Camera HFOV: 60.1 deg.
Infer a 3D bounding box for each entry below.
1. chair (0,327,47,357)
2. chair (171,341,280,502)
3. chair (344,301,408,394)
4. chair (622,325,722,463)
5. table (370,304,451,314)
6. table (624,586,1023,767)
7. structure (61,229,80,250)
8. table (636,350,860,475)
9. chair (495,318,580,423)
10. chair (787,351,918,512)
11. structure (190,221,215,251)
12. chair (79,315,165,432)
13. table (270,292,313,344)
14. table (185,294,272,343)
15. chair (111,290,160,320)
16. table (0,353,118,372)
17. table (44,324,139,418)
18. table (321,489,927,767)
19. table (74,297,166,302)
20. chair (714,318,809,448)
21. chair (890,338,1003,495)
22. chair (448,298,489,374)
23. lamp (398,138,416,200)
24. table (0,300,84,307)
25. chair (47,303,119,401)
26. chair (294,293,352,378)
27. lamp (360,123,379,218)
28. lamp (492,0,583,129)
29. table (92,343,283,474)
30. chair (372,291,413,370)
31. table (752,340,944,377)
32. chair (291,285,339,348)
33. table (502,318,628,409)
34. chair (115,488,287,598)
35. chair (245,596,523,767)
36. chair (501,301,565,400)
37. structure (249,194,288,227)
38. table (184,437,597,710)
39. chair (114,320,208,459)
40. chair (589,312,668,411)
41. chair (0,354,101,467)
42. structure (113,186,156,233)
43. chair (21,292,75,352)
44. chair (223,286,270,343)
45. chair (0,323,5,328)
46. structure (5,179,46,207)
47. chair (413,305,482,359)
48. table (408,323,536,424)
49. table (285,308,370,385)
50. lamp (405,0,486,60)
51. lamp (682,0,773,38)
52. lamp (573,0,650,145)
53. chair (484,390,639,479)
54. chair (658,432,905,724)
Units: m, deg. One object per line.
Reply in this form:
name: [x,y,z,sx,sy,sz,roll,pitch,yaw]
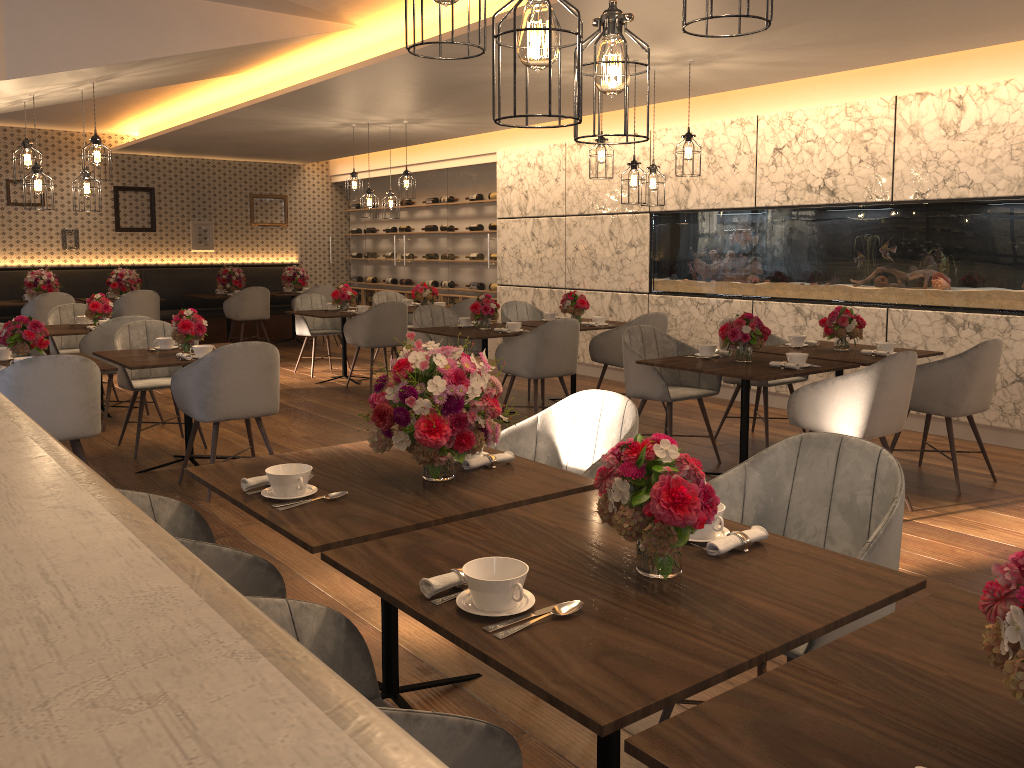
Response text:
chair: [-3.204,0.099,5.532,0.566,0.867,0.528,-5,8,-37]
chair: [-1.609,0.168,5.087,0.566,0.867,0.528,-5,8,-37]
chair: [-1.292,-0.382,8.629,0.566,0.867,0.528,-5,8,-37]
chair: [0.996,0.072,5.700,0.566,0.867,0.528,-5,8,-37]
table: [-0.973,-0.476,9.725,0.898,0.717,0.900,-6,10,-37]
table: [0.781,0.853,1.159,0.898,0.717,0.900,-6,10,-37]
structure: [-5.901,-1.929,11.836,0.216,0.276,0.018,-5,8,-38]
table: [1.355,0.232,5.157,0.898,0.717,0.900,-6,10,-37]
chair: [0.221,-0.079,6.676,0.566,0.867,0.528,-5,8,-37]
chair: [1.795,0.236,4.644,0.566,0.867,0.528,-5,8,-37]
structure: [-4.507,-2.152,12.891,0.341,0.437,0.035,-5,8,-37]
chair: [-3.028,-0.116,6.919,0.566,0.867,0.528,-5,8,-37]
table: [-3.174,-0.964,12.873,0.898,0.717,0.900,-6,10,-37]
table: [-3.933,-0.874,12.290,0.898,0.717,0.900,-6,10,-37]
chair: [-4.614,-0.736,10.916,0.566,0.867,0.528,-5,8,-37]
table: [-2.809,0.255,5.017,0.898,0.717,0.900,-6,10,-37]
table: [-3.468,-0.119,7.432,0.898,0.717,0.900,-6,10,-37]
table: [0.207,0.738,1.899,0.898,0.717,0.900,-6,10,-37]
table: [-5.055,-0.740,11.430,0.898,0.717,0.900,-6,10,-37]
chair: [1.756,-0.019,6.283,0.566,0.867,0.528,-5,8,-37]
chair: [2.555,0.145,5.227,0.566,0.867,0.528,-5,8,-37]
chair: [-0.533,-0.473,9.212,0.566,0.867,0.528,-5,8,-37]
lamp: [-1.089,-2.939,9.069,0.175,2.059,0.175,-4,7,-36]
table: [-5.815,-0.649,10.847,0.898,0.717,0.900,-6,10,-37]
chair: [-3.864,-0.275,7.947,0.566,0.867,0.528,-5,8,-37]
chair: [-2.091,-0.546,9.685,0.566,0.867,0.528,-5,8,-37]
lamp: [-1.470,-2.741,9.049,0.175,2.059,0.175,-4,7,-36]
lamp: [0.052,-1.546,1.669,0.175,2.059,0.175,-4,7,-36]
table: [-2.049,0.165,5.600,0.898,0.717,0.900,-6,10,-37]
chair: [-1.332,-0.636,10.268,0.566,0.867,0.528,-5,8,-37]
table: [2.114,0.141,5.740,0.898,0.717,0.900,-6,10,-37]
chair: [-2.733,-0.961,12.360,0.566,0.867,0.528,-5,8,-37]
table: [0.541,-0.174,7.772,0.898,0.717,0.900,-6,10,-37]
chair: [-0.899,0.608,2.249,0.527,0.867,0.567,-5,8,-37]
chair: [-0.325,0.723,1.509,0.527,0.867,0.567,-5,8,-37]
chair: [0.181,-0.334,8.315,0.566,0.867,0.528,-5,8,-37]
structure: [-3.694,-2.639,13.476,0.602,0.482,0.032,-6,8,-37]
table: [-0.366,0.624,2.640,0.898,0.717,0.900,-6,10,-37]
chair: [-2.445,0.009,6.115,0.566,0.867,0.528,-5,8,-37]
chair: [0.980,-0.170,7.259,0.566,0.867,0.528,-5,8,-37]
chair: [-2.368,0.259,4.504,0.566,0.867,0.528,-5,8,-37]
structure: [-5.239,-2.424,12.303,0.545,0.629,0.035,-5,8,-37]
chair: [-5.374,-0.645,10.333,0.566,0.867,0.528,-5,8,-37]
chair: [-3.493,-0.870,11.777,0.566,0.867,0.528,-5,8,-37]
chair: [-3.787,-0.025,6.336,0.566,0.867,0.528,-5,8,-37]
structure: [-6.303,-2.472,11.473,0.450,0.343,0.016,-6,8,-37]
chair: [-0.578,-0.243,7.732,0.566,0.867,0.528,-5,8,-37]
table: [-0.219,-0.083,7.189,0.898,0.717,0.900,-6,10,-37]
table: [-1.733,-0.386,9.142,0.898,0.717,0.900,-6,10,-37]
lamp: [-0.149,-1.778,1.910,0.175,2.059,0.175,-4,7,-36]
lamp: [0.432,-1.744,1.689,0.175,2.059,0.175,-4,7,-36]
lamp: [0.232,-1.592,1.967,0.175,2.059,0.175,-4,7,-36]
chair: [0.142,0.481,3.071,0.527,0.867,0.567,-5,8,-37]
chair: [0.716,0.595,2.330,0.527,0.867,0.567,-5,8,-37]
